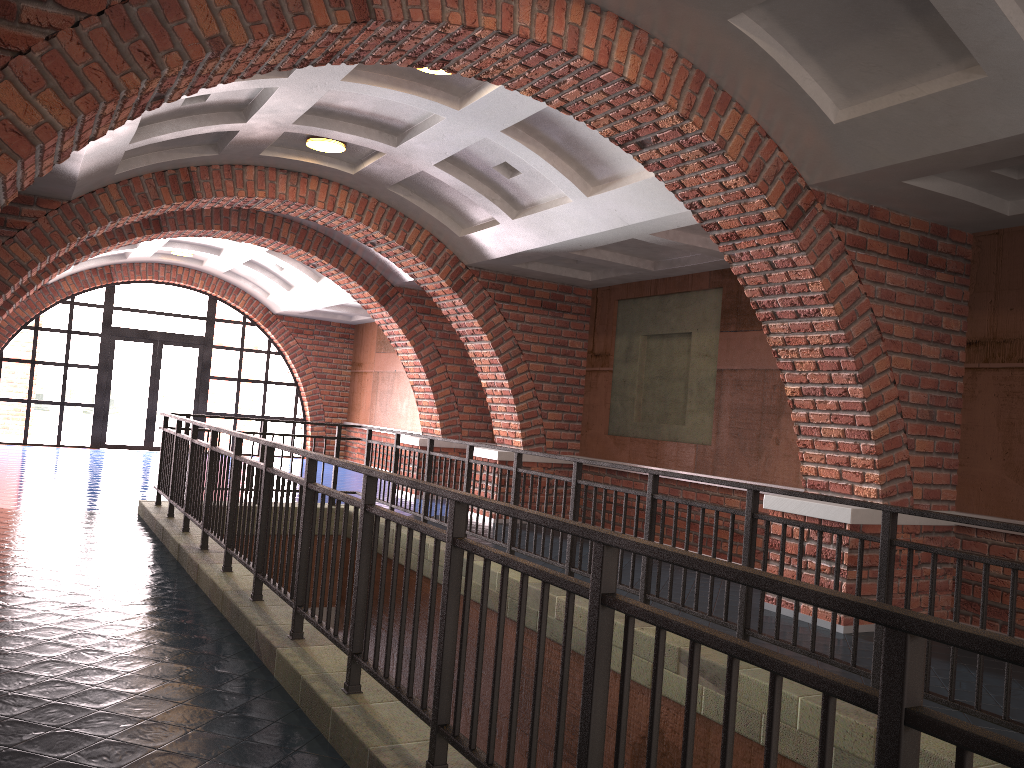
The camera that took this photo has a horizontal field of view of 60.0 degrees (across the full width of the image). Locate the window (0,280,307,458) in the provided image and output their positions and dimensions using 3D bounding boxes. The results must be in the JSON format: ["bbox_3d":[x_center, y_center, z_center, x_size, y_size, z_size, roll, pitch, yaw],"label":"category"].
[{"bbox_3d":[-7.093,-0.338,17.809,6.353,3.471,0.100,6,-2,-29],"label":"window"}]

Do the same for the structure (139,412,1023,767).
[{"bbox_3d":[-0.333,3.258,4.973,2.464,5.665,11.177,6,-2,-29],"label":"structure"}]

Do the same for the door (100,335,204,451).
[{"bbox_3d":[-7.188,0.223,17.769,1.754,2.236,0.040,6,-2,-29],"label":"door"}]
